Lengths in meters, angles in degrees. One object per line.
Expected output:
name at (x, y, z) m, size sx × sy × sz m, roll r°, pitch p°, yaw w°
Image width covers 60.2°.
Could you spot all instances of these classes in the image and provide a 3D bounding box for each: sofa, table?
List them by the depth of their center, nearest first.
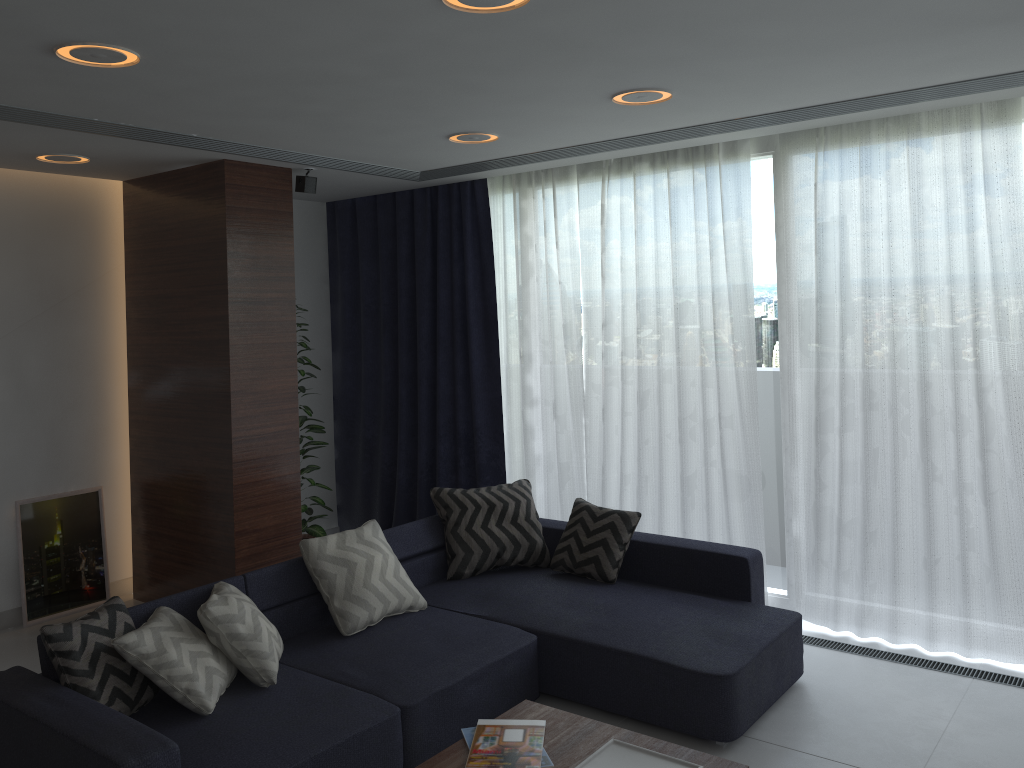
table at (0.126, 1.287, 2.468) m, size 0.805 × 0.352 × 0.803 m, roll 1°, pitch 5°, yaw 37°
sofa at (-0.204, 1.088, 3.513) m, size 1.898 × 0.607 × 2.881 m, roll 1°, pitch 5°, yaw 37°

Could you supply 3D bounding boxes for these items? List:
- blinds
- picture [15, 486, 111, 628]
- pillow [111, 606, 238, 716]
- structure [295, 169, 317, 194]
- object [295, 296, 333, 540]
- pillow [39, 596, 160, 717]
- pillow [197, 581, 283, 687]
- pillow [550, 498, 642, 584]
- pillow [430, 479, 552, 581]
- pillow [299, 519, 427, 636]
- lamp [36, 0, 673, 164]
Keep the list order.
blinds at (-0.262, 0.083, 2.565) m, size 7.133 × 2.770 × 5.815 m, roll 2°, pitch 5°, yaw 41°
picture at (-2.605, 0.989, 5.144) m, size 0.083 × 0.699 × 0.501 m, roll -2°, pitch 1°, yaw 37°
pillow at (-1.187, 0.985, 3.171) m, size 0.330 × 0.294 × 0.417 m, roll -2°, pitch 3°, yaw 0°
structure at (-1.212, -1.189, 5.201) m, size 0.114 × 0.142 × 0.085 m, roll 0°, pitch 1°, yaw 42°
object at (-1.418, 0.329, 5.781) m, size 0.503 × 1.845 × 0.483 m, roll -2°, pitch 0°, yaw 6°
pillow at (-1.403, 0.964, 3.053) m, size 0.221 × 0.385 × 0.416 m, roll -2°, pitch 2°, yaw 8°
pillow at (-1.037, 0.953, 3.413) m, size 0.280 × 0.351 × 0.419 m, roll -2°, pitch 2°, yaw -10°
pillow at (0.421, 0.799, 4.526) m, size 0.415 × 0.344 × 0.287 m, roll 0°, pitch 3°, yaw 42°
pillow at (-0.110, 0.810, 4.733) m, size 0.598 × 0.518 × 0.355 m, roll -3°, pitch 1°, yaw -22°
pillow at (-0.674, 0.866, 3.994) m, size 0.342 × 0.388 × 0.496 m, roll -1°, pitch 3°, yaw 37°
lamp at (-1.992, -0.801, 0.097) m, size 5.341 × 0.084 × 9.616 m, roll 0°, pitch 5°, yaw 24°
